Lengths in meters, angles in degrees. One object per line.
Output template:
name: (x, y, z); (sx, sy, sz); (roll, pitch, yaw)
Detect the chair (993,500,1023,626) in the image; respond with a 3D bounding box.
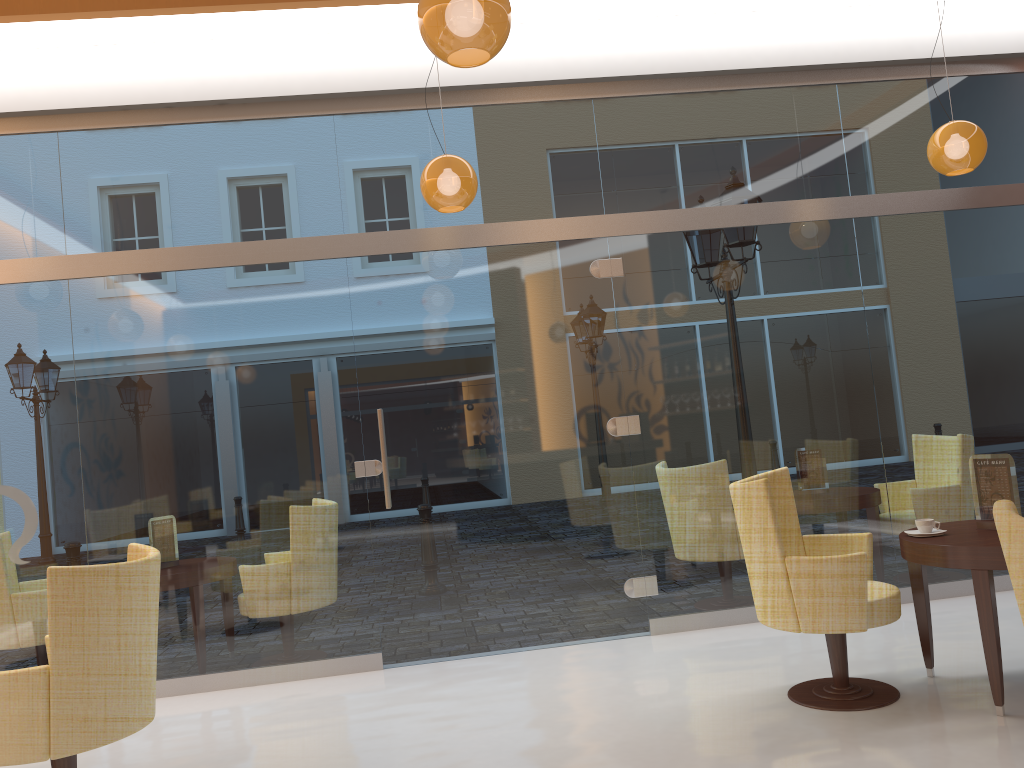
chair: (1.574, 0.762, 2.004); (0.685, 1.017, 0.729); (-4, -4, -28)

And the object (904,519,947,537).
object: (1.855, 0.645, 3.983); (0.153, 0.069, 0.153); (-5, -3, -6)

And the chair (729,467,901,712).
chair: (1.395, 0.901, 4.050); (0.685, 1.017, 0.729); (-7, -4, 26)

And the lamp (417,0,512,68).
lamp: (-0.211, -1.769, 2.836); (0.299, 1.500, 0.299); (-6, -3, 5)

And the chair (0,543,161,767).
chair: (-1.684, 1.173, 3.393); (0.685, 1.017, 0.729); (-6, -3, -3)

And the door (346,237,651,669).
door: (-0.083, 0.387, 5.467); (1.640, 2.499, 0.020); (-5, -3, -6)

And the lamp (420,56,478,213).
lamp: (-0.388, -1.645, 4.623); (0.299, 1.500, 0.299); (-4, -4, -32)

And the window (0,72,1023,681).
window: (-0.133, -0.109, 5.496); (8.200, 3.380, 0.040); (-5, -3, -6)

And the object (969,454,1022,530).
object: (2.146, 0.479, 3.940); (0.042, 0.335, 0.209); (-4, -4, -31)

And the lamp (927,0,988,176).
lamp: (2.385, -1.907, 4.915); (0.299, 1.500, 0.299); (-3, -4, -38)

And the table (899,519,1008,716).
table: (2.201, 0.980, 3.867); (0.872, 0.679, 0.874); (-9, -4, 40)
